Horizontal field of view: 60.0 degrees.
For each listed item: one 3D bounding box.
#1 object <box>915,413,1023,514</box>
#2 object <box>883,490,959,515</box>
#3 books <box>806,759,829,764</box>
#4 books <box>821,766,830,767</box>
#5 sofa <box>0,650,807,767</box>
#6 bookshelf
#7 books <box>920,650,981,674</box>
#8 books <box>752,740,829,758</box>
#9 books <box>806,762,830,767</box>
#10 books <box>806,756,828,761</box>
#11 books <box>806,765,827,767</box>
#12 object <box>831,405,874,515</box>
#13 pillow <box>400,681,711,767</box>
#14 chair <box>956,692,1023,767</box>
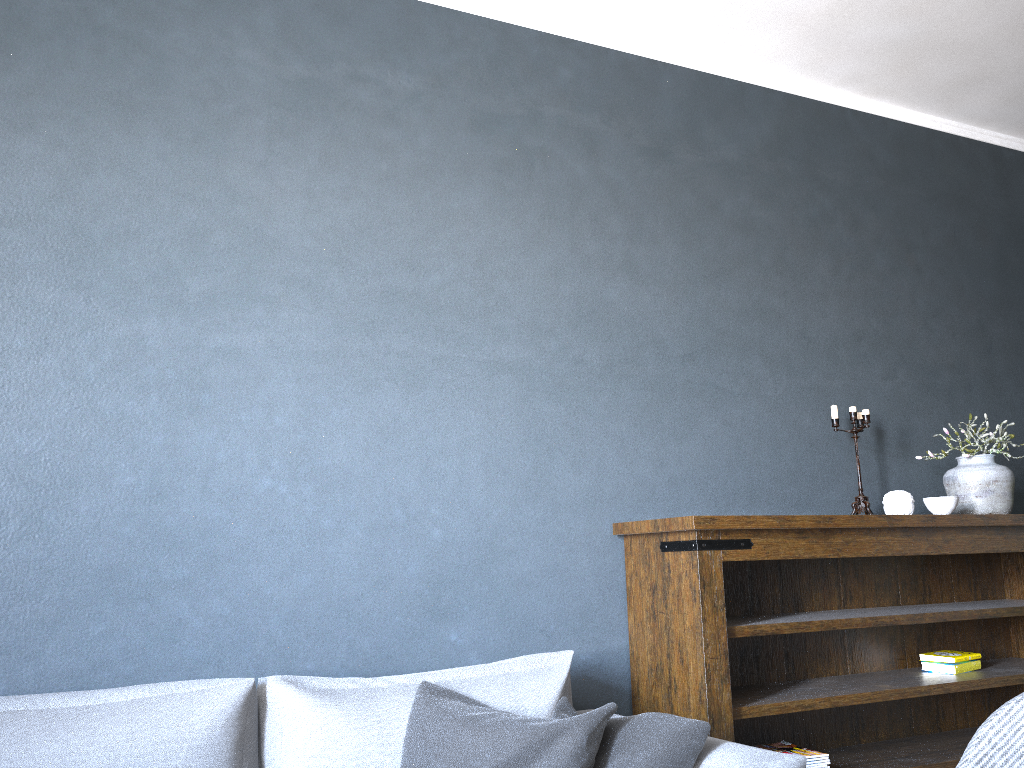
[{"bbox_3d":[1.781,0.307,3.415,0.386,0.411,0.276,-12,-15,42],"label":"object"},{"bbox_3d":[1.488,0.434,3.230,0.255,0.103,0.118,-8,-13,30],"label":"object"},{"bbox_3d":[0.783,1.157,2.737,0.304,0.008,0.219,3,-12,-21],"label":"books"},{"bbox_3d":[0.783,1.176,2.737,0.304,0.006,0.219,3,-12,-20],"label":"books"},{"bbox_3d":[-0.509,1.065,1.920,2.341,0.796,0.972,4,-12,-25],"label":"sofa"},{"bbox_3d":[1.317,1.053,3.056,1.919,1.169,0.452,4,-12,-25],"label":"bookshelf"},{"bbox_3d":[1.626,1.043,3.241,0.197,0.113,0.174,6,-14,-35],"label":"books"},{"bbox_3d":[0.783,1.142,2.743,0.305,0.013,0.219,3,-12,-20],"label":"books"},{"bbox_3d":[0.784,1.164,2.733,0.304,0.008,0.219,3,-12,-21],"label":"books"},{"bbox_3d":[0.781,1.151,2.742,0.304,0.008,0.219,3,-12,-20],"label":"books"},{"bbox_3d":[0.780,1.171,2.733,0.288,0.008,0.219,3,-12,-21],"label":"books"},{"bbox_3d":[1.280,0.290,3.327,0.130,0.436,0.145,-4,-11,11],"label":"object"},{"bbox_3d":[0.074,0.916,2.164,0.797,0.361,0.443,0,-11,-7],"label":"pillow"},{"bbox_3d":[0.964,0.926,1.465,0.646,0.809,0.495,-12,-15,42],"label":"chair"}]
